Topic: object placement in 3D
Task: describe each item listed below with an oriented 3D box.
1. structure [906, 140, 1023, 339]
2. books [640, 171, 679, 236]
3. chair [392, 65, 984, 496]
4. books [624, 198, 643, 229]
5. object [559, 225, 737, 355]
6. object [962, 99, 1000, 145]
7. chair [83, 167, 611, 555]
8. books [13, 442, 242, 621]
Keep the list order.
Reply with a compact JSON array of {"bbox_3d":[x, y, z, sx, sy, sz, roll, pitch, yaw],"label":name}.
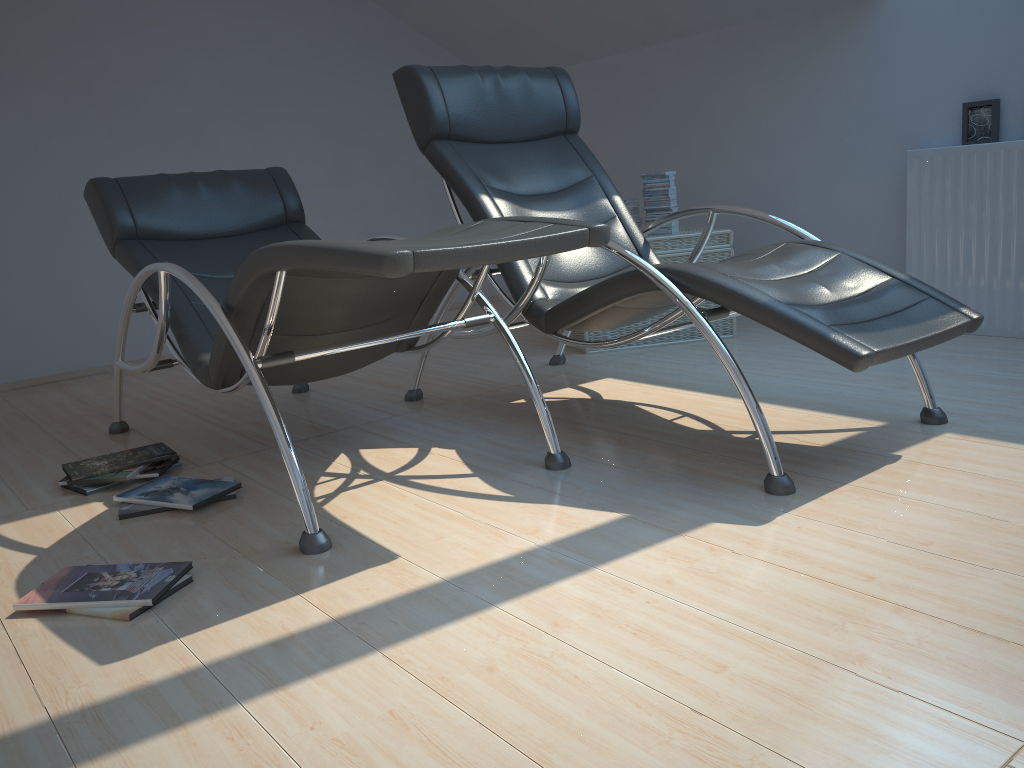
[{"bbox_3d":[2.219,-0.569,3.496,0.120,0.800,1.324,-14,16,-36],"label":"structure"},{"bbox_3d":[0.717,-0.872,4.300,0.149,0.300,0.149,0,14,23],"label":"books"},{"bbox_3d":[0.424,-0.514,2.914,0.836,1.251,1.938,-14,16,-36],"label":"chair"},{"bbox_3d":[0.549,-0.826,4.435,0.162,0.184,0.165,-15,16,-37],"label":"books"},{"bbox_3d":[0.637,-0.502,4.495,0.745,0.518,0.744,-7,13,-7],"label":"object"},{"bbox_3d":[2.178,-1.048,3.434,0.030,0.180,0.846,-14,16,-36],"label":"object"},{"bbox_3d":[-0.640,-0.234,2.770,0.836,0.953,2.114,-14,16,-36],"label":"chair"},{"bbox_3d":[0.721,0.248,1.752,4.790,0.222,1.045,-1,13,20],"label":"books"}]
